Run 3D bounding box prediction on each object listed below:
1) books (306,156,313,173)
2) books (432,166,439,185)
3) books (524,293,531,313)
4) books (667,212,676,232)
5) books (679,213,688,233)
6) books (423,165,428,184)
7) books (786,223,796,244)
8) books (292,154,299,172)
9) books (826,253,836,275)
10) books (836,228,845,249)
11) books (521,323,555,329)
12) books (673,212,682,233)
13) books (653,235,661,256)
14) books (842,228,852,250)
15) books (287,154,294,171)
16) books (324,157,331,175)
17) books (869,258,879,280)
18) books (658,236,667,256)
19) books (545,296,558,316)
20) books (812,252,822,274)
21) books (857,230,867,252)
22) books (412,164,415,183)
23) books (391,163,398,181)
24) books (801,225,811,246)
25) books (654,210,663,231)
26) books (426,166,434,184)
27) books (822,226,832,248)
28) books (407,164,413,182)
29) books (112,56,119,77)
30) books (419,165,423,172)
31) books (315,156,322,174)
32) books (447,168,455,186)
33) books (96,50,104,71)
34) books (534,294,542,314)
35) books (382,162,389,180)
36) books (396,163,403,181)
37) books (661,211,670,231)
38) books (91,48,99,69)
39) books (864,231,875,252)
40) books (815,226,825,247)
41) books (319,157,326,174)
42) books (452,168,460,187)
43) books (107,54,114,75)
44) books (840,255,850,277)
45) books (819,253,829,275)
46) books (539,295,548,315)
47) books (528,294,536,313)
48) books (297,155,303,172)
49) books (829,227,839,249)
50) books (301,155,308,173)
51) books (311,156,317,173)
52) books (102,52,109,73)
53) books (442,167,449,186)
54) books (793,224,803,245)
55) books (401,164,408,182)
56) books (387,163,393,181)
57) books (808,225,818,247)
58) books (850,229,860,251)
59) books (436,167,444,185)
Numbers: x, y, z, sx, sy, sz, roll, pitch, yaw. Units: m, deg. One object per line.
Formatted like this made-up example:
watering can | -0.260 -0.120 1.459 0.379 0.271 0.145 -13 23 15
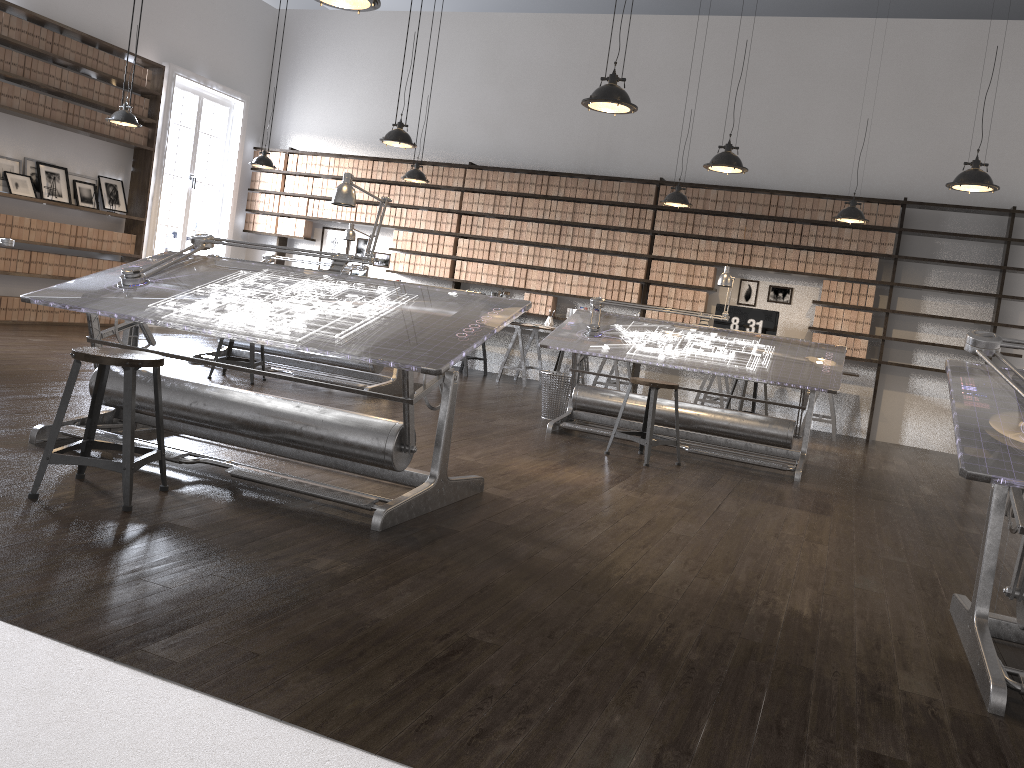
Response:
books | -2.569 -2.817 11.429 0.067 0.225 0.174 9 4 20
books | -0.899 -2.522 10.780 0.067 0.225 0.174 9 4 21
books | 0.195 -0.946 10.342 0.067 0.225 0.174 9 4 20
books | 1.771 -1.771 9.749 0.067 0.225 0.174 9 4 20
books | 1.893 -1.750 9.710 0.067 0.225 0.174 9 4 20
books | -1.032 -2.546 10.835 0.067 0.225 0.174 9 4 20
books | 2.932 -1.567 9.310 0.067 0.225 0.174 9 4 21
books | -2.771 -2.852 11.501 0.067 0.225 0.174 9 4 20
books | 3.302 -1.229 9.159 0.067 0.225 0.174 9 4 21
books | 3.389 -1.486 9.132 0.067 0.225 0.174 9 4 20
books | 0.306 -0.641 9.767 0.355 0.029 0.256 10 6 21
books | 1.831 -1.761 9.731 0.067 0.225 0.174 9 4 21
books | 1.622 -1.526 9.808 0.067 0.225 0.174 9 4 20
books | 3.447 -1.476 9.108 0.067 0.225 0.174 9 4 20
books | -2.837 -2.864 11.533 0.067 0.225 0.174 9 4 21
books | -2.322 -2.773 11.331 0.067 0.225 0.174 9 4 20
books | 3.682 -1.162 9.013 0.067 0.225 0.174 9 4 21
books | 1.679 -1.515 9.781 0.067 0.225 0.174 9 4 21
books | 0.456 -0.901 10.249 0.067 0.225 0.174 9 4 20
books | 3.175 -1.252 9.214 0.067 0.225 0.174 9 4 20
books | 3.579 -1.453 9.059 0.067 0.225 0.174 9 4 20
books | -1.160 -2.569 10.886 0.067 0.225 0.174 9 4 21
books | -1.413 -2.613 10.978 0.067 0.225 0.174 9 4 20
books | 3.070 -1.543 9.257 0.067 0.225 0.174 9 4 21
books | 1.639 -1.795 9.804 0.067 0.225 0.174 9 4 21
books | -0.966 -2.534 10.806 0.067 0.225 0.174 9 4 20
books | 3.266 -1.508 9.181 0.067 0.225 0.174 9 4 20
books | -1.226 -2.580 10.908 0.067 0.225 0.174 9 4 20
books | -4.343 -3.420 9.560 0.175 0.225 0.066 9 3 21
books | -1.095 -2.557 10.863 0.067 0.225 0.174 9 4 21
books | -2.443 -2.794 11.374 0.067 0.225 0.174 9 4 21
books | -0.705 -2.489 10.713 0.067 0.225 0.174 9 4 20
books | -4.413 -3.411 9.360 0.175 0.225 0.066 9 3 21
books | 0.325 -0.924 10.299 0.067 0.225 0.174 9 4 21
books | -1.539 -2.636 11.033 0.067 0.225 0.174 9 4 21
books | -1.350 -2.602 10.959 0.067 0.225 0.174 9 4 21
books | 1.704 -1.783 9.775 0.067 0.225 0.174 9 4 21
books | -4.439 -3.408 9.292 0.175 0.225 0.067 9 3 21
books | 3.645 -1.441 9.036 0.067 0.225 0.174 9 4 20
books | 3.200 -1.520 9.206 0.067 0.225 0.174 9 4 20
books | -2.380 -2.784 11.355 0.067 0.225 0.174 9 4 20
books | -0.642 -2.477 10.685 0.067 0.225 0.174 9 4 21
books | -4.369 -3.417 9.495 0.175 0.225 0.066 9 3 21
books | 3.428 -1.207 9.114 0.067 0.225 0.174 9 4 20
books | 3.238 -1.241 9.187 0.067 0.225 0.174 9 4 20
books | 0.389 -0.912 10.270 0.067 0.225 0.174 9 4 20
books | 0.259 -0.935 10.324 0.067 0.225 0.174 9 4 21
books | -2.700 -2.840 11.480 0.067 0.225 0.174 9 4 21
books | 3.326 -1.497 9.151 0.067 0.225 0.174 9 4 21
books | -2.636 -2.829 11.450 0.067 0.225 0.174 9 4 21
books | -2.503 -2.806 11.404 0.067 0.225 0.174 9 4 20
books | -4.391 -3.414 9.429 0.175 0.225 0.066 9 3 21
books | -0.770 -2.500 10.736 0.067 0.225 0.174 9 4 20
books | 2.998 -1.555 9.279 0.067 0.225 0.174 9 4 20
books | -1.293 -2.592 10.935 0.067 0.225 0.174 9 4 21
books | -1.474 -2.624 11.008 0.067 0.225 0.174 9 4 21
books | 3.134 -1.531 9.227 0.067 0.225 0.174 9 4 21
books | 3.513 -1.464 9.081 0.067 0.225 0.174 9 4 21
books | -0.839 -2.512 10.762 0.067 0.225 0.174 9 4 20
